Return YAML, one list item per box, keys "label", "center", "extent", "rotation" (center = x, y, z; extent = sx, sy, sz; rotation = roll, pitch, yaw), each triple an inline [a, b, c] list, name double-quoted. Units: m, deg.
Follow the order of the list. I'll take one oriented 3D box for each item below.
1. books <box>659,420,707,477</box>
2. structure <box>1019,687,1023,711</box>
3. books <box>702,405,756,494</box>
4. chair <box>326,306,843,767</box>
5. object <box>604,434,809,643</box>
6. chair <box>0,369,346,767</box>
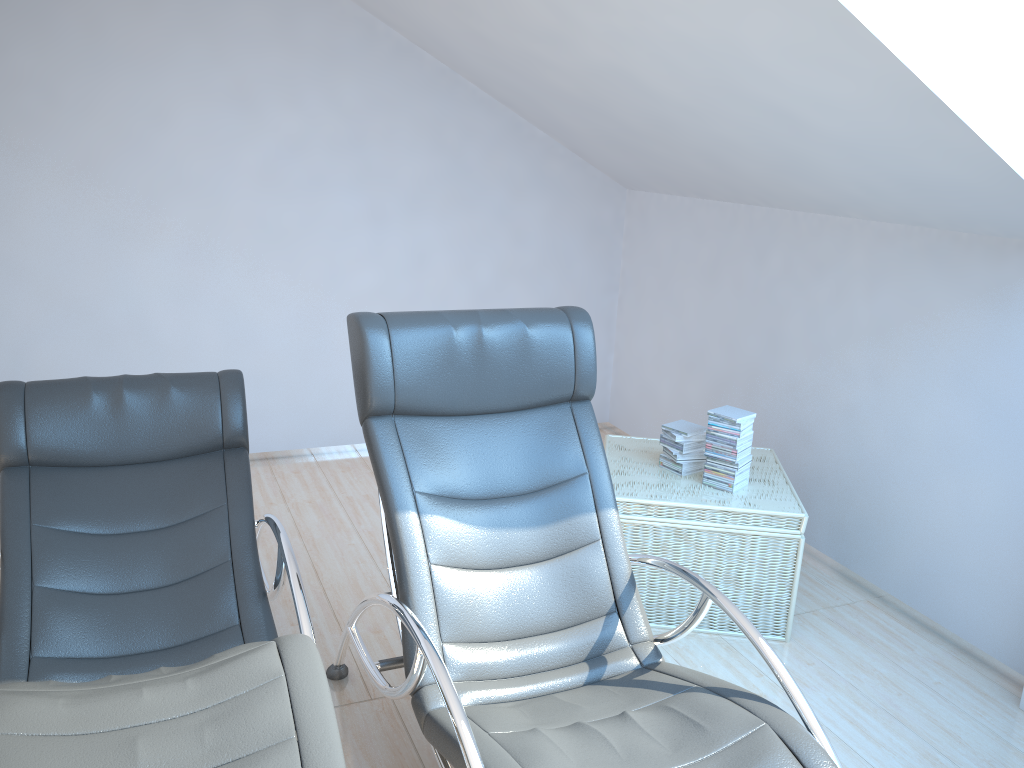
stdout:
- label: "books"
  center: [0.683, 0.257, 3.548]
  extent: [0.162, 0.184, 0.165]
  rotation: [-4, 17, -24]
- label: "structure"
  center: [2.018, 0.863, 2.290]
  extent: [0.120, 0.800, 1.324]
  rotation: [-4, 16, -23]
- label: "books"
  center: [0.821, 0.249, 3.378]
  extent: [0.149, 0.300, 0.149]
  rotation: [14, 19, 36]
- label: "chair"
  center: [0.160, 0.583, 2.118]
  extent: [0.836, 1.251, 1.938]
  rotation: [-4, 16, -23]
- label: "object"
  center: [0.721, 0.590, 3.611]
  extent: [0.745, 0.518, 0.744]
  rotation: [4, 15, 6]
- label: "chair"
  center: [-0.942, 0.653, 2.231]
  extent: [0.836, 0.953, 2.114]
  rotation: [-4, 16, -23]
